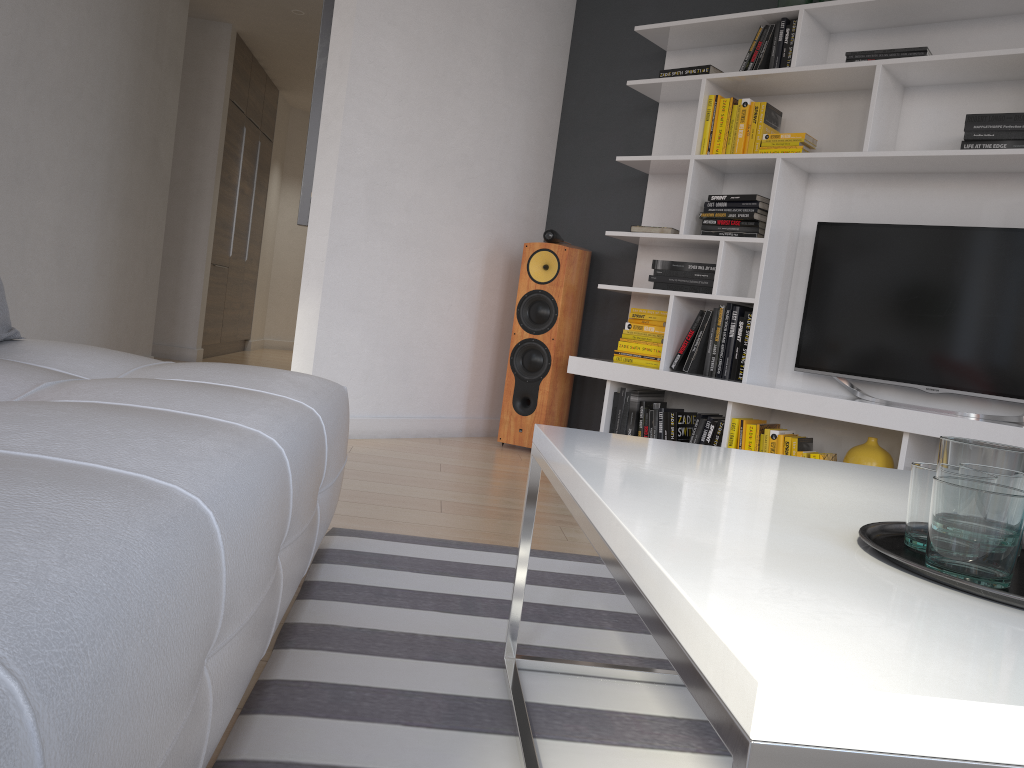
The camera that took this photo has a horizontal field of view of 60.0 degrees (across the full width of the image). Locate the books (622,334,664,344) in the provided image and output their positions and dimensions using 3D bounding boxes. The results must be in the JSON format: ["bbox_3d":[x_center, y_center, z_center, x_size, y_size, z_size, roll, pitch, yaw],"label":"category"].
[{"bbox_3d":[0.654,-0.209,4.186,0.228,0.024,0.152,12,5,44],"label":"books"}]

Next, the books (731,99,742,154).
[{"bbox_3d":[1.028,-1.103,3.907,0.019,0.251,0.180,11,5,40],"label":"books"}]

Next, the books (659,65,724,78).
[{"bbox_3d":[0.840,-1.389,4.046,0.268,0.046,0.208,11,5,43],"label":"books"}]

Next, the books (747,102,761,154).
[{"bbox_3d":[1.085,-1.083,3.853,0.024,0.234,0.172,11,5,40],"label":"books"}]

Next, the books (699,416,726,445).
[{"bbox_3d":[0.867,0.265,3.867,0.075,0.254,0.192,11,5,39],"label":"books"}]

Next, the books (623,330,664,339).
[{"bbox_3d":[0.678,-0.227,4.191,0.251,0.019,0.180,11,5,40],"label":"books"}]

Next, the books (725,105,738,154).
[{"bbox_3d":[0.998,-1.094,3.907,0.024,0.229,0.156,11,5,39],"label":"books"}]

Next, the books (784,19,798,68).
[{"bbox_3d":[1.214,-1.403,3.750,0.038,0.218,0.169,11,5,40],"label":"books"}]

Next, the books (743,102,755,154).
[{"bbox_3d":[1.070,-1.089,3.871,0.023,0.239,0.169,11,5,40],"label":"books"}]

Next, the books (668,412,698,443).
[{"bbox_3d":[0.759,0.247,3.935,0.083,0.249,0.191,11,5,40],"label":"books"}]

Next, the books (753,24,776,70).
[{"bbox_3d":[1.116,-1.420,3.829,0.074,0.212,0.154,11,5,39],"label":"books"}]

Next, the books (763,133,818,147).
[{"bbox_3d":[1.183,-1.036,3.772,0.186,0.026,0.138,11,5,39],"label":"books"}]

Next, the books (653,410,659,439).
[{"bbox_3d":[0.683,0.237,3.990,0.050,0.242,0.169,11,5,39],"label":"books"}]

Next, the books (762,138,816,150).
[{"bbox_3d":[1.175,-1.016,3.761,0.187,0.014,0.134,11,5,40],"label":"books"}]

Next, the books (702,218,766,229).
[{"bbox_3d":[1.006,-0.693,3.909,0.266,0.030,0.209,11,5,38],"label":"books"}]

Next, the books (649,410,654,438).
[{"bbox_3d":[0.671,0.238,4.010,0.049,0.236,0.170,11,5,40],"label":"books"}]

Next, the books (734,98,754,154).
[{"bbox_3d":[1.047,-1.099,3.888,0.035,0.250,0.185,11,5,40],"label":"books"}]

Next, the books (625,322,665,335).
[{"bbox_3d":[0.689,-0.252,4.180,0.250,0.035,0.185,11,5,43],"label":"books"}]

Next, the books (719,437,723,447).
[{"bbox_3d":[0.941,0.276,3.804,0.066,0.260,0.197,11,5,40],"label":"books"}]

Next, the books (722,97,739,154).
[{"bbox_3d":[1.000,-1.113,3.933,0.015,0.263,0.199,11,5,40],"label":"books"}]

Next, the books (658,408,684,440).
[{"bbox_3d":[0.713,0.237,3.979,0.066,0.255,0.193,11,5,39],"label":"books"}]

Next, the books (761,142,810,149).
[{"bbox_3d":[1.159,-1.002,3.755,0.169,0.018,0.113,11,5,41],"label":"books"}]

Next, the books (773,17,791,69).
[{"bbox_3d":[1.176,-1.417,3.787,0.025,0.232,0.176,11,5,40],"label":"books"}]

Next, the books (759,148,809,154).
[{"bbox_3d":[1.167,-0.965,3.766,0.190,0.033,0.147,11,5,40],"label":"books"}]

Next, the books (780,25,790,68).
[{"bbox_3d":[1.190,-1.400,3.768,0.021,0.200,0.147,11,5,40],"label":"books"}]

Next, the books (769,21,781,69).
[{"bbox_3d":[1.154,-1.415,3.799,0.021,0.221,0.156,11,5,40],"label":"books"}]

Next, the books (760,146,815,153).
[{"bbox_3d":[1.173,-0.987,3.767,0.196,0.011,0.148,11,5,40],"label":"books"}]

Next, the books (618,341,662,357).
[{"bbox_3d":[0.661,-0.159,4.186,0.255,0.044,0.198,11,5,40],"label":"books"}]

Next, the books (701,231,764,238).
[{"bbox_3d":[0.990,-0.640,3.893,0.263,0.026,0.189,11,5,38],"label":"books"}]

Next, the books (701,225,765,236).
[{"bbox_3d":[0.995,-0.665,3.892,0.270,0.025,0.189,11,5,39],"label":"books"}]

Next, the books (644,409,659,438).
[{"bbox_3d":[0.657,0.234,4.030,0.053,0.240,0.189,11,5,40],"label":"books"}]

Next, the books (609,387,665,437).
[{"bbox_3d":[0.575,0.179,4.112,0.128,0.321,0.259,11,5,40],"label":"books"}]

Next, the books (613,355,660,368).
[{"bbox_3d":[0.646,-0.098,4.179,0.204,0.029,0.270,4,6,-45],"label":"books"}]

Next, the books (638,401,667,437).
[{"bbox_3d":[0.637,0.214,4.052,0.053,0.268,0.202,11,5,39],"label":"books"}]

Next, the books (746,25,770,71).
[{"bbox_3d":[1.102,-1.423,3.856,0.087,0.214,0.171,11,5,40],"label":"books"}]

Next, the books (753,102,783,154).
[{"bbox_3d":[1.108,-1.079,3.839,0.024,0.234,0.172,11,5,40],"label":"books"}]

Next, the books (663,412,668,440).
[{"bbox_3d":[0.730,0.246,3.955,0.066,0.242,0.177,11,5,39],"label":"books"}]

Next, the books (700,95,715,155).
[{"bbox_3d":[0.921,-1.132,3.980,0.029,0.270,0.204,11,5,40],"label":"books"}]

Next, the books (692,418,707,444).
[{"bbox_3d":[0.831,0.267,3.864,0.069,0.242,0.172,11,5,40],"label":"books"}]

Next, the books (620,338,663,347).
[{"bbox_3d":[0.673,-0.189,4.197,0.263,0.015,0.198,11,5,43],"label":"books"}]

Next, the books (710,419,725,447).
[{"bbox_3d":[0.914,0.276,3.825,0.084,0.249,0.191,11,5,40],"label":"books"}]

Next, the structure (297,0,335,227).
[{"bbox_3d":[0.451,-1.937,5.955,2.823,4.339,4.190,7,4,-5],"label":"structure"}]

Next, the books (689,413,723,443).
[{"bbox_3d":[0.834,0.255,3.899,0.066,0.260,0.197,11,5,40],"label":"books"}]

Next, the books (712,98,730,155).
[{"bbox_3d":[0.975,-1.115,3.951,0.044,0.255,0.198,11,5,40],"label":"books"}]

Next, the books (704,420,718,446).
[{"bbox_3d":[0.878,0.273,3.841,0.071,0.243,0.179,11,5,39],"label":"books"}]

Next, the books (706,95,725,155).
[{"bbox_3d":[0.947,-1.128,3.969,0.025,0.270,0.213,11,5,40],"label":"books"}]

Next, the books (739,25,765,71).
[{"bbox_3d":[1.074,-1.429,3.872,0.096,0.213,0.166,11,5,38],"label":"books"}]
